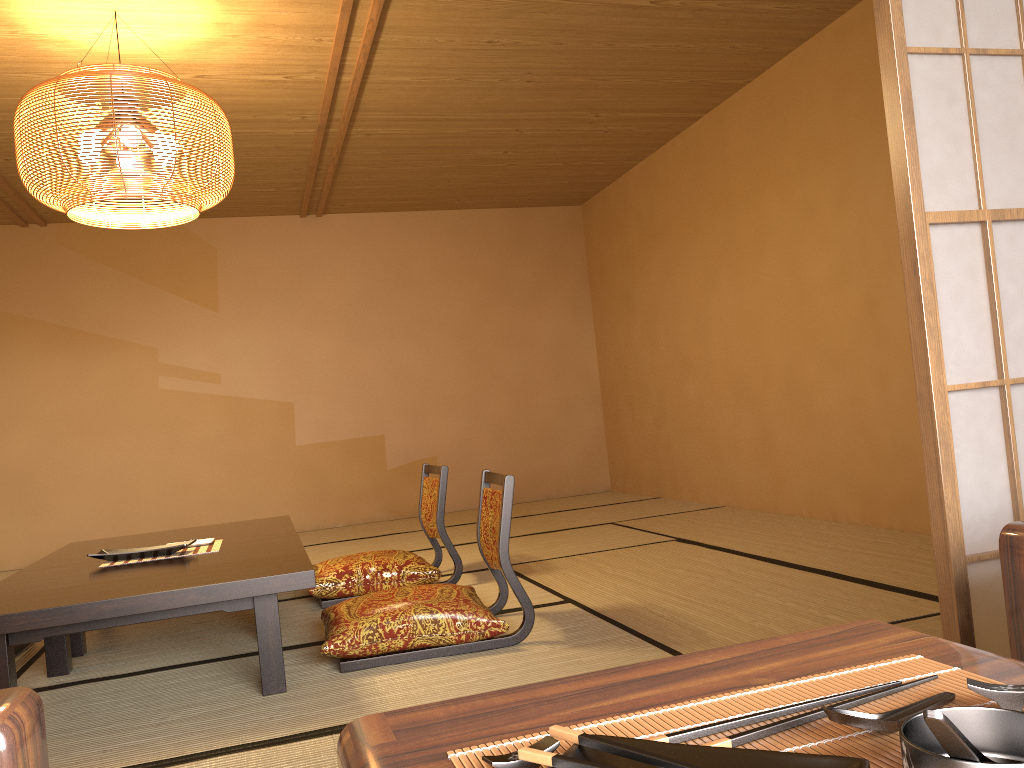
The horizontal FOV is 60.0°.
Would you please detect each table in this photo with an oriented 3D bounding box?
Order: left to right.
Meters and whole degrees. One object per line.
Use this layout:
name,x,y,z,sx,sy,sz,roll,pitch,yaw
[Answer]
table,-1.156,0.781,2.855,0.994,0.356,0.996,-5,-2,-16
table,-1.433,0.844,3.810,0.994,0.356,0.996,-5,-2,-16
table,0.213,0.483,0.535,0.540,0.500,0.541,-5,-2,-16

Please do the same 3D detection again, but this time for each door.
door,1.153,-0.296,1.663,0.991,1.933,0.040,-6,-1,-16

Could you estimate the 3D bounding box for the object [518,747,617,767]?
object,0.094,0.222,0.488,0.230,0.007,0.006,-8,-2,39

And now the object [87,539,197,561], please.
object,-1.346,0.613,3.238,0.349,0.039,0.129,-6,-2,-3

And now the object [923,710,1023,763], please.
object,0.236,0.183,0.454,0.038,0.068,0.117,-7,-2,39

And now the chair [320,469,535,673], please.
chair,-0.324,0.606,3.033,0.686,0.546,0.583,-6,-2,-12

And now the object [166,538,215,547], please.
object,-1.255,0.624,3.450,0.180,0.014,0.130,-5,-2,-14

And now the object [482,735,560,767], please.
object,0.007,0.243,0.570,0.050,0.018,0.015,-5,-2,-30

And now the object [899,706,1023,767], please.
object,0.254,0.205,0.474,0.084,0.037,0.084,-5,-2,-25

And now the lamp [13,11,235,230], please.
lamp,-1.538,-1.080,3.527,0.799,0.825,0.798,-6,-2,7

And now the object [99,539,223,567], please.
object,-1.305,0.633,3.336,0.401,0.003,0.398,-5,-2,-16

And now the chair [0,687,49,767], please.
chair,-0.726,0.435,0.305,0.943,0.779,0.873,-5,-2,-16

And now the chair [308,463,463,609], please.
chair,-0.632,0.676,4.075,0.698,0.546,0.583,-5,-2,-17

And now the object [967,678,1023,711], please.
object,0.336,0.210,0.599,0.050,0.018,0.015,-7,-2,26

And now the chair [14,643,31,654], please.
chair,-2.259,0.819,3.415,0.686,0.546,0.583,-6,-2,-12

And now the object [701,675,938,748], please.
object,0.221,0.229,0.623,0.230,0.007,0.006,-5,-2,-27

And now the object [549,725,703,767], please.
object,0.104,0.222,0.510,0.006,0.007,0.230,-5,-2,-42

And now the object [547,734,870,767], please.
object,0.096,0.233,0.494,0.181,0.015,0.131,-7,-2,29

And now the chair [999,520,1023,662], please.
chair,1.180,0.259,0.865,0.943,0.779,0.873,-5,-2,-16

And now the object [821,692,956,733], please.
object,0.257,0.214,0.593,0.130,0.026,0.038,-5,-2,-32

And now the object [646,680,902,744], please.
object,0.186,0.233,0.629,0.230,0.007,0.006,-5,-2,-21

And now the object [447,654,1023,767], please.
object,0.186,0.234,0.540,0.401,0.003,0.300,-5,-2,-16
